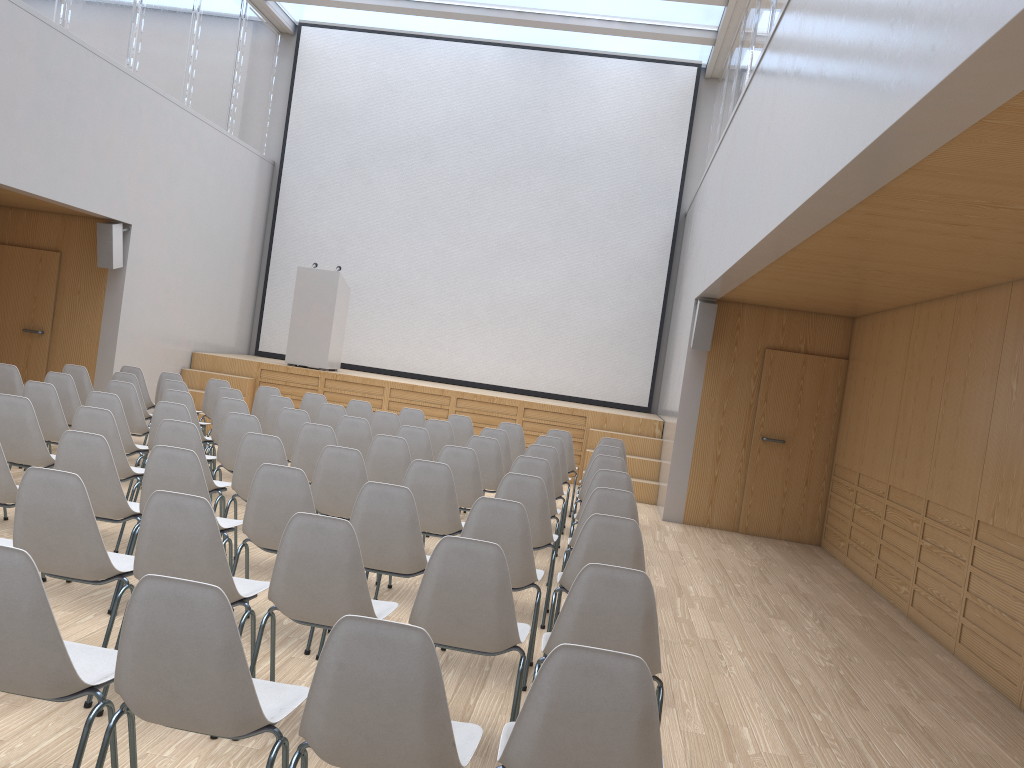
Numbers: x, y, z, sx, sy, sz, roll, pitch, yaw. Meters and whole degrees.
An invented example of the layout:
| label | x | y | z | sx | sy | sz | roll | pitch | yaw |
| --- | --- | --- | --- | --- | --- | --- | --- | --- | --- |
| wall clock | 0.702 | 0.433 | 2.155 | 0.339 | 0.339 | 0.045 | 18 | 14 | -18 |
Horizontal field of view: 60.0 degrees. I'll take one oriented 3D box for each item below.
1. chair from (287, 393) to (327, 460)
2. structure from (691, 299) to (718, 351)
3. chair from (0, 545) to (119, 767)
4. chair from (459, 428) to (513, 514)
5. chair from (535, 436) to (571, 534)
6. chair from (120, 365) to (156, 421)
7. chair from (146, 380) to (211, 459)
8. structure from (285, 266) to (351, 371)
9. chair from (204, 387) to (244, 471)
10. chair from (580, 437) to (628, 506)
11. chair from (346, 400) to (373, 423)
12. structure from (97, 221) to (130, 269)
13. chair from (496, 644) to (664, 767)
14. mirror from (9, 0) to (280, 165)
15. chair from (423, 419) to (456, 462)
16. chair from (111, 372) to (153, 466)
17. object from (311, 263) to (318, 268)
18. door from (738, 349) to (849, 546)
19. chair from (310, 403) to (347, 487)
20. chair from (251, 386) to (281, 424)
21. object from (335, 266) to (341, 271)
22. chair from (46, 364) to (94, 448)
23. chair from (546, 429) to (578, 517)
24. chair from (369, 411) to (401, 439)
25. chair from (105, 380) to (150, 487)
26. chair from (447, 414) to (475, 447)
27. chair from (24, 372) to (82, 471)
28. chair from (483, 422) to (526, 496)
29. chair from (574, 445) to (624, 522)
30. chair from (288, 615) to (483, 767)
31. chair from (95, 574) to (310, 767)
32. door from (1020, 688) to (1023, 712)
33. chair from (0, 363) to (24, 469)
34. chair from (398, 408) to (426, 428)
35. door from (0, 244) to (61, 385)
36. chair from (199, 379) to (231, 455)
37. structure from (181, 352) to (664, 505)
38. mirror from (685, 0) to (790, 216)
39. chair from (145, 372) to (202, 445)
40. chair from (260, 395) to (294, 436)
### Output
| label | x | y | z | sx | sy | sz | roll | pitch | yaw |
| --- | --- | --- | --- | --- | --- | --- | --- | --- | --- |
| chair | -2.112 | 0.531 | 9.628 | 0.479 | 0.876 | 0.505 | 8 | 2 | 6 |
| structure | 2.058 | -0.631 | 9.515 | 0.196 | 0.542 | 0.368 | 8 | 2 | 6 |
| chair | -1.346 | 0.831 | 2.496 | 0.479 | 0.876 | 0.505 | 8 | 2 | 6 |
| chair | -0.188 | 0.839 | 8.346 | 0.479 | 0.876 | 0.505 | 8 | 2 | 6 |
| chair | 0.321 | 0.911 | 8.351 | 0.479 | 0.876 | 0.505 | 8 | 2 | 6 |
| chair | -4.132 | 0.239 | 9.818 | 0.479 | 0.876 | 0.505 | 8 | 2 | 6 |
| chair | -3.232 | 0.398 | 8.675 | 0.479 | 0.876 | 0.505 | 8 | 2 | 6 |
| structure | -2.721 | -0.903 | 12.514 | 0.605 | 1.379 | 0.605 | 8 | 2 | 6 |
| chair | -2.711 | 0.472 | 8.678 | 0.479 | 0.876 | 0.505 | 8 | 2 | 6 |
| chair | 0.990 | 0.981 | 9.266 | 0.479 | 0.876 | 0.505 | 8 | 2 | 6 |
| chair | -1.619 | 0.604 | 9.527 | 0.479 | 0.876 | 0.505 | 8 | 2 | 6 |
| structure | -4.627 | -1.599 | 10.235 | 0.196 | 0.542 | 0.368 | 8 | 2 | 6 |
| chair | 0.176 | 1.052 | 2.342 | 0.479 | 0.876 | 0.505 | 8 | 2 | 6 |
| mirror | -4.750 | -4.448 | 5.312 | 0.253 | 2.090 | 17.826 | 8 | 2 | 6 |
| chair | -0.706 | 0.763 | 8.443 | 0.479 | 0.876 | 0.505 | 8 | 2 | 6 |
| chair | -3.746 | 0.322 | 8.771 | 0.479 | 0.876 | 0.505 | 8 | 2 | 6 |
| object | -2.792 | -1.561 | 12.447 | 0.166 | 0.305 | 0.252 | 7 | 2 | -22 |
| door | 3.032 | 0.684 | 9.548 | 0.873 | 2.024 | 0.108 | 8 | 2 | 6 |
| chair | -1.705 | 0.618 | 8.551 | 0.479 | 0.876 | 0.505 | 8 | 2 | 6 |
| chair | -2.606 | 0.460 | 9.654 | 0.479 | 0.876 | 0.505 | 8 | 2 | 6 |
| object | -2.450 | -1.512 | 12.411 | 0.166 | 0.305 | 0.252 | 7 | 2 | -22 |
| chair | -4.264 | 0.247 | 8.855 | 0.479 | 0.876 | 0.505 | 8 | 2 | 6 |
| chair | 0.458 | 0.903 | 9.352 | 0.479 | 0.876 | 0.505 | 8 | 2 | 6 |
| chair | -1.204 | 0.690 | 8.525 | 0.479 | 0.876 | 0.505 | 8 | 2 | 6 |
| chair | -3.328 | 0.409 | 7.748 | 0.479 | 0.876 | 0.505 | 8 | 2 | 6 |
| chair | -0.568 | 0.755 | 9.452 | 0.479 | 0.876 | 0.505 | 8 | 2 | 6 |
| chair | -3.845 | 0.336 | 7.735 | 0.479 | 0.876 | 0.505 | 8 | 2 | 6 |
| chair | -0.041 | 0.832 | 9.377 | 0.479 | 0.876 | 0.505 | 8 | 2 | 6 |
| chair | 0.844 | 0.988 | 8.235 | 0.479 | 0.876 | 0.505 | 8 | 2 | 6 |
| chair | -0.330 | 0.980 | 2.328 | 0.479 | 0.876 | 0.505 | 8 | 2 | 6 |
| chair | -0.836 | 0.906 | 2.423 | 0.479 | 0.876 | 0.505 | 8 | 2 | 6 |
| door | 2.872 | 0.587 | 3.524 | 0.256 | 2.492 | 2.701 | 8 | 2 | 6 |
| chair | -4.370 | 0.258 | 7.851 | 0.479 | 0.876 | 0.505 | 8 | 2 | 6 |
| chair | -1.062 | 0.685 | 9.446 | 0.479 | 0.876 | 0.505 | 8 | 2 | 6 |
| door | -5.909 | -0.611 | 10.511 | 0.873 | 2.024 | 0.108 | 8 | 2 | 6 |
| chair | -3.141 | 0.384 | 9.670 | 0.479 | 0.876 | 0.505 | 8 | 2 | 6 |
| structure | -1.224 | 0.523 | 12.591 | 6.551 | 1.027 | 2.728 | 8 | 2 | 6 |
| mirror | 1.934 | -3.480 | 4.592 | 0.253 | 2.090 | 17.826 | 8 | 2 | 6 |
| chair | -3.655 | 0.311 | 9.684 | 0.479 | 0.876 | 0.505 | 8 | 2 | 6 |
| chair | -2.202 | 0.547 | 8.564 | 0.479 | 0.876 | 0.505 | 8 | 2 | 6 |
